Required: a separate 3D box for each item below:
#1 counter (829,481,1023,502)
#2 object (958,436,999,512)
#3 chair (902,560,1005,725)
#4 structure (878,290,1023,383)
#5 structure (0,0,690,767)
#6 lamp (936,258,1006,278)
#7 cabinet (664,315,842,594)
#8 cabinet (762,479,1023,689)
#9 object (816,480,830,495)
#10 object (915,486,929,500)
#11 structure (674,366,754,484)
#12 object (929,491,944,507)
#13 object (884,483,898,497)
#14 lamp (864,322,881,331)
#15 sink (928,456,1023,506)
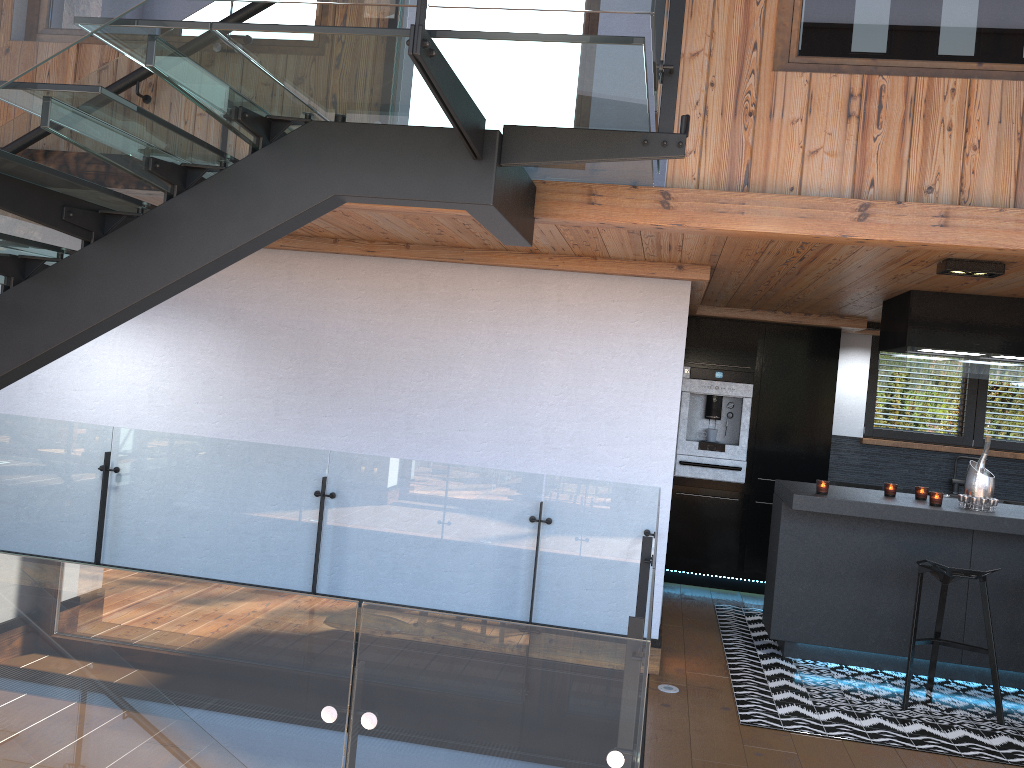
[{"bbox_3d":[3.934,0.990,7.445,2.558,0.040,0.533,5,1,9],"label":"counter"},{"bbox_3d":[2.850,0.538,5.388,0.224,0.452,0.227,5,0,9],"label":"object"},{"bbox_3d":[2.503,1.420,5.097,0.537,0.839,0.471,5,0,9],"label":"chair"},{"bbox_3d":[4.020,-0.183,5.401,3.239,0.476,0.713,5,0,9],"label":"structure"},{"bbox_3d":[-1.649,1.106,1.117,10.987,6.399,9.243,5,0,9],"label":"structure"},{"bbox_3d":[2.152,-0.549,4.162,0.260,0.068,0.156,5,0,9],"label":"lamp"},{"bbox_3d":[4.588,0.823,7.348,6.408,2.381,0.545,5,0,9],"label":"cabinet"},{"bbox_3d":[4.051,1.432,5.353,4.784,1.104,0.892,5,0,9],"label":"cabinet"},{"bbox_3d":[1.907,0.634,5.442,0.078,0.081,0.080,5,0,44],"label":"object"},{"bbox_3d":[2.619,0.699,5.671,0.080,0.081,0.078,5,0,-26],"label":"object"},{"bbox_3d":[1.729,0.347,7.601,0.595,0.945,0.256,5,0,9],"label":"structure"},{"bbox_3d":[2.571,0.698,5.375,0.080,0.081,0.078,5,0,-26],"label":"object"},{"bbox_3d":[2.433,0.682,5.700,0.080,0.081,0.078,5,0,-26],"label":"object"},{"bbox_3d":[3.056,-0.498,7.545,0.152,0.068,0.156,5,0,9],"label":"lamp"},{"bbox_3d":[4.025,0.846,7.423,0.959,0.420,0.464,5,0,9],"label":"sink"}]
